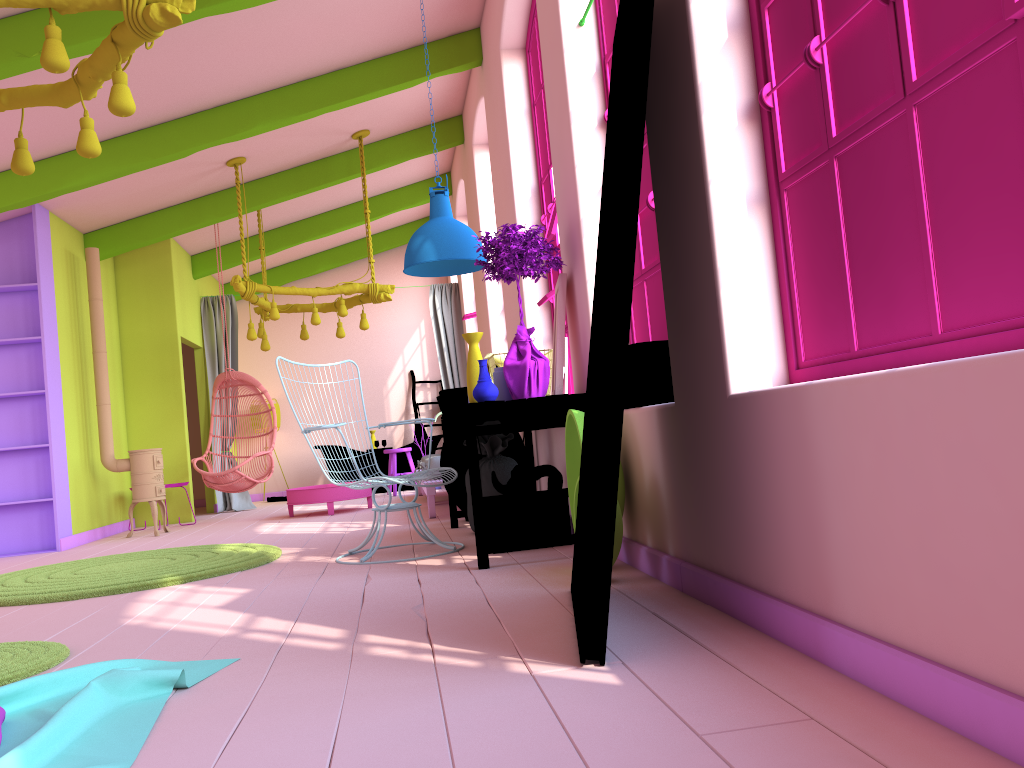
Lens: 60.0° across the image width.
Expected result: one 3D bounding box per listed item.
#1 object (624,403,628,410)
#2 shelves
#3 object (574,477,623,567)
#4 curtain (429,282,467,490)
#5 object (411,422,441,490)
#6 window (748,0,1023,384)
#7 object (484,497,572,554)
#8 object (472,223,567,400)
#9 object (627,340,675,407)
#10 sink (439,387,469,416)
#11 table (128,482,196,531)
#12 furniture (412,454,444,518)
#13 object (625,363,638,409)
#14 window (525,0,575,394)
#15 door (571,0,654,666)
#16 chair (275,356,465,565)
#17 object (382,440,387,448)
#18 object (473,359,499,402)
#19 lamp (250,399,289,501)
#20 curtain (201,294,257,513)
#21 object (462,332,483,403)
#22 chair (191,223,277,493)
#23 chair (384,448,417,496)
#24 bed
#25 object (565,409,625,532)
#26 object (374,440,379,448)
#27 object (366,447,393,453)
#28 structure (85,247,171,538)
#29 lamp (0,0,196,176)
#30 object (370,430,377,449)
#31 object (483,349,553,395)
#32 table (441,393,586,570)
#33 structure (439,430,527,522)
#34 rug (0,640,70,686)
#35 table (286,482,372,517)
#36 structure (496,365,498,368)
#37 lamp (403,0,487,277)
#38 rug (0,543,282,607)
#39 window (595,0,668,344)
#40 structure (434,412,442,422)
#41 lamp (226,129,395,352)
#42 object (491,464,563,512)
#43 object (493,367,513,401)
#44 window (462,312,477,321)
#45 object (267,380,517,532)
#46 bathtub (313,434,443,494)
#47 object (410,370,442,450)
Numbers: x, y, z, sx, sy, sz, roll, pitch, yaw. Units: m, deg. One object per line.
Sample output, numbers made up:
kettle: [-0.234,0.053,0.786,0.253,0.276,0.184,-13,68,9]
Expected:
object: [0.541,0.017,4.321,0.182,0.222,0.182,-4,-3,-30]
shelves: [-4.971,0.008,7.725,1.841,3.102,0.385,-5,-3,-8]
object: [0.385,0.588,3.703,0.137,0.462,0.284,-4,-3,-23]
curtain: [-0.747,0.013,11.650,0.518,2.784,0.525,-6,-3,11]
object: [-1.126,0.920,11.842,0.452,0.987,0.277,-7,-3,36]
window: [0.841,-1.532,2.095,0.214,3.008,1.515,-5,-3,-8]
object: [0.070,0.791,5.140,0.446,0.277,0.522,-5,-3,-8]
object: [0.052,-0.383,4.728,0.503,0.950,0.441,-8,-4,42]
object: [0.608,-0.042,3.820,0.223,0.272,0.223,-4,-3,-20]
sink: [-0.320,0.116,6.108,0.340,0.194,0.609,-5,-3,-8]
table: [-3.723,1.297,9.412,0.596,0.458,0.596,-7,-3,30]
furniture: [-0.604,0.966,9.196,0.907,0.507,3.778,-5,-3,-8]
object: [0.580,-0.003,4.026,0.182,0.222,0.182,-4,-3,-25]
window: [0.333,-1.274,5.883,0.492,3.002,1.498,-5,-3,-8]
door: [0.329,-0.318,2.998,0.450,2.210,1.154,-6,-3,2]
chair: [-0.791,0.406,5.336,0.925,1.238,1.078,-7,-3,27]
object: [-1.798,0.873,12.496,0.069,0.170,0.069,-6,-3,12]
object: [-0.141,-0.014,4.535,0.132,0.219,0.132,-6,-3,9]
lamp: [-3.572,0.956,12.923,0.491,1.466,0.476,-6,-3,22]
curtain: [-3.654,0.212,11.263,0.518,2.784,0.525,-4,-3,-27]
object: [-0.193,-0.079,4.733,0.116,0.382,0.116,-4,-3,-34]
chair: [-3.094,-0.386,9.591,0.860,3.128,0.806,-6,-3,12]
chair: [-1.458,1.131,11.440,0.472,0.593,0.447,-3,-4,-39]
bed: [-2.061,0.650,1.013,2.802,0.513,3.579,-5,-3,-8]
object: [0.402,0.471,4.043,0.218,0.733,0.451,-5,-3,-8]
object: [-1.875,0.871,12.321,0.069,0.170,0.069,-6,-3,12]
object: [-1.863,0.941,12.516,0.360,0.068,1.324,-5,-3,-8]
structure: [-3.701,0.070,8.636,0.577,2.813,0.403,-6,-3,9]
lamp: [-2.330,-1.999,3.787,1.610,2.263,1.777,-4,-3,-26]
object: [-1.950,0.814,12.481,0.097,0.320,0.097,-6,-3,3]
object: [0.004,-0.032,5.478,0.444,0.369,0.633,-5,-3,-8]
table: [-0.021,0.545,5.467,0.655,0.820,2.194,-5,-3,-8]
structure: [-0.218,0.637,6.962,0.718,0.844,0.718,-3,-4,-40]
rug: [-1.969,0.995,3.038,0.792,0.021,0.793,-4,-4,-25]
table: [-1.907,1.207,9.300,0.886,0.285,0.885,-6,-3,18]
structure: [-0.149,0.003,6.163,0.166,0.396,0.087,-6,-3,2]
lamp: [-0.501,-1.704,5.500,0.529,2.001,0.529,-7,-3,24]
rug: [-2.421,1.167,5.539,1.888,0.050,1.890,-4,-3,-20]
window: [0.578,-1.412,3.982,0.072,3.045,1.276,-5,-3,-8]
structure: [-0.836,0.908,12.633,0.452,1.061,0.254,-7,-3,36]
lamp: [-2.303,-1.493,9.364,1.610,2.263,1.777,-4,-3,-26]
object: [0.074,0.705,5.292,0.300,0.448,0.672,-4,-3,-32]
object: [-0.043,0.009,4.818,0.109,0.197,0.109,-7,-3,29]
window: [-0.313,-0.941,10.746,0.551,3.008,1.515,-5,-3,-8]
object: [-1.767,0.558,9.535,2.826,1.579,7.870,-5,-3,-7]
bathtub: [-1.811,1.149,12.511,1.889,0.739,0.826,-5,-3,-8]
object: [-1.172,0.631,13.365,0.603,1.764,0.410,-5,-3,-8]
